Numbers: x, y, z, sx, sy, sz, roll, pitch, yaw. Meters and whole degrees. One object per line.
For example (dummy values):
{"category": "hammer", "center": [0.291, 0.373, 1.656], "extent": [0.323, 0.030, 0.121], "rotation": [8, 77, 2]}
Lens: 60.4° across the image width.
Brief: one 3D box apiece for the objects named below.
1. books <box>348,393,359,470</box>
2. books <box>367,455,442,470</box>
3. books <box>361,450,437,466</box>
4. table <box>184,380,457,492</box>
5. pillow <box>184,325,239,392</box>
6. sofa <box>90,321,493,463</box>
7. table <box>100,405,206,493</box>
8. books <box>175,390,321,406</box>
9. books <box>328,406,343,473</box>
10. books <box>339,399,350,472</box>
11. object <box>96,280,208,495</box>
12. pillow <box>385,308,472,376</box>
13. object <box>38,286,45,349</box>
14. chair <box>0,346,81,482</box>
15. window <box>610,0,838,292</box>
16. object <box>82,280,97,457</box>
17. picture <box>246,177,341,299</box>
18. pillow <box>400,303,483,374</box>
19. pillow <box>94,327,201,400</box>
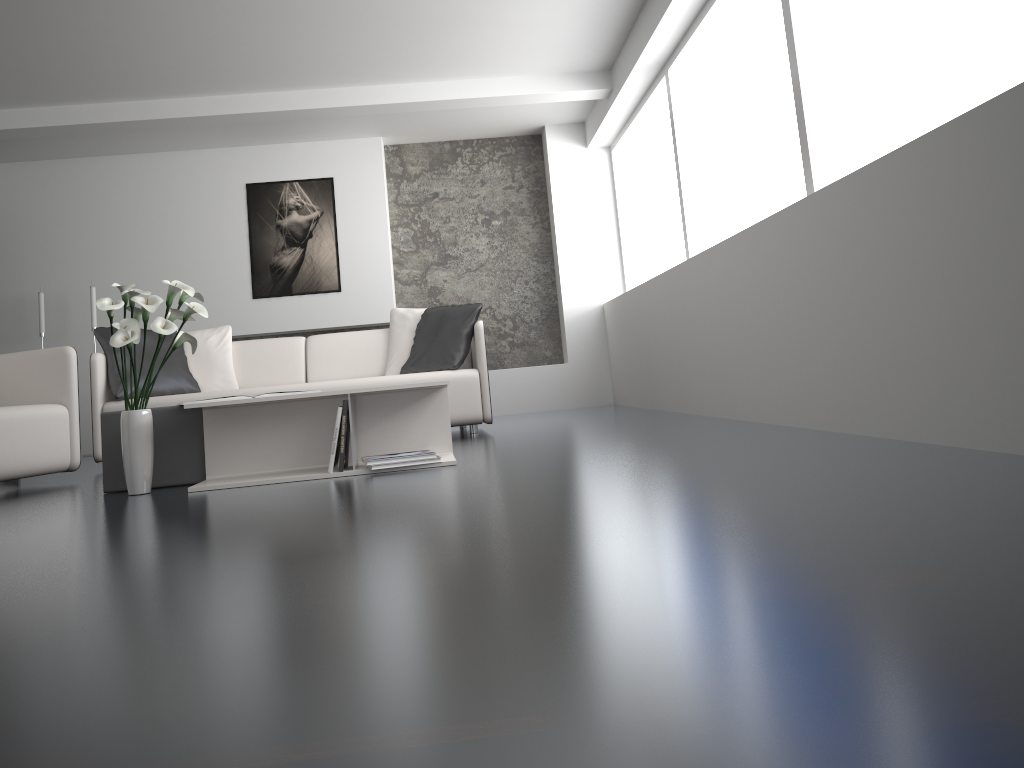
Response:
{"category": "books", "center": [-0.610, 0.178, 3.385], "extent": [0.007, 0.287, 0.203], "rotation": [-5, -4, -6]}
{"category": "books", "center": [-0.412, 0.295, 3.342], "extent": [0.264, 0.017, 0.211], "rotation": [-5, 0, -14]}
{"category": "books", "center": [-0.433, 0.280, 3.359], "extent": [0.264, 0.017, 0.225], "rotation": [-5, 0, -14]}
{"category": "table", "center": [-0.715, 0.188, 3.386], "extent": [0.969, 0.318, 0.295], "rotation": [-5, -3, -7]}
{"category": "pillow", "center": [-2.020, -0.115, 5.515], "extent": [0.586, 0.505, 0.319], "rotation": [-5, -4, -15]}
{"category": "sofa", "center": [-1.291, 0.009, 5.480], "extent": [2.241, 0.668, 0.911], "rotation": [-5, -2, -7]}
{"category": "table", "center": [-1.001, 0.213, 3.670], "extent": [1.259, 0.318, 0.295], "rotation": [-5, -3, -6]}
{"category": "books", "center": [-1.103, 0.055, 3.679], "extent": [0.550, 0.017, 0.355], "rotation": [-5, 0, -24]}
{"category": "books", "center": [-0.664, 0.206, 3.354], "extent": [0.069, 0.241, 0.225], "rotation": [-5, -3, -6]}
{"category": "books", "center": [-0.635, 0.191, 3.362], "extent": [0.050, 0.266, 0.231], "rotation": [-5, -4, -6]}
{"category": "object", "center": [-1.326, 0.001, 3.288], "extent": [0.378, 0.806, 0.441], "rotation": [-3, -5, -21]}
{"category": "pillow", "center": [-0.530, -0.272, 5.711], "extent": [0.587, 0.513, 0.296], "rotation": [-5, -5, 0]}
{"category": "object", "center": [-3.771, -0.096, 7.085], "extent": [0.180, 1.412, 0.178], "rotation": [-5, -6, -4]}
{"category": "chair", "center": [-2.678, 0.145, 4.121], "extent": [0.915, 0.669, 0.764], "rotation": [-6, -3, 20]}
{"category": "window", "center": [1.263, -1.420, 3.800], "extent": [0.110, 1.442, 7.991], "rotation": [-5, 0, -4]}
{"category": "object", "center": [-3.319, -0.137, 7.019], "extent": [0.180, 1.412, 0.178], "rotation": [-5, -6, -4]}
{"category": "picture", "center": [-1.874, -1.256, 7.550], "extent": [0.746, 1.017, 0.004], "rotation": [-5, -6, -4]}
{"category": "pillow", "center": [-0.417, -0.285, 5.463], "extent": [0.547, 0.441, 0.333], "rotation": [-7, -4, 41]}
{"category": "pillow", "center": [-2.150, -0.134, 5.237], "extent": [0.275, 0.454, 0.566], "rotation": [-9, -4, 40]}
